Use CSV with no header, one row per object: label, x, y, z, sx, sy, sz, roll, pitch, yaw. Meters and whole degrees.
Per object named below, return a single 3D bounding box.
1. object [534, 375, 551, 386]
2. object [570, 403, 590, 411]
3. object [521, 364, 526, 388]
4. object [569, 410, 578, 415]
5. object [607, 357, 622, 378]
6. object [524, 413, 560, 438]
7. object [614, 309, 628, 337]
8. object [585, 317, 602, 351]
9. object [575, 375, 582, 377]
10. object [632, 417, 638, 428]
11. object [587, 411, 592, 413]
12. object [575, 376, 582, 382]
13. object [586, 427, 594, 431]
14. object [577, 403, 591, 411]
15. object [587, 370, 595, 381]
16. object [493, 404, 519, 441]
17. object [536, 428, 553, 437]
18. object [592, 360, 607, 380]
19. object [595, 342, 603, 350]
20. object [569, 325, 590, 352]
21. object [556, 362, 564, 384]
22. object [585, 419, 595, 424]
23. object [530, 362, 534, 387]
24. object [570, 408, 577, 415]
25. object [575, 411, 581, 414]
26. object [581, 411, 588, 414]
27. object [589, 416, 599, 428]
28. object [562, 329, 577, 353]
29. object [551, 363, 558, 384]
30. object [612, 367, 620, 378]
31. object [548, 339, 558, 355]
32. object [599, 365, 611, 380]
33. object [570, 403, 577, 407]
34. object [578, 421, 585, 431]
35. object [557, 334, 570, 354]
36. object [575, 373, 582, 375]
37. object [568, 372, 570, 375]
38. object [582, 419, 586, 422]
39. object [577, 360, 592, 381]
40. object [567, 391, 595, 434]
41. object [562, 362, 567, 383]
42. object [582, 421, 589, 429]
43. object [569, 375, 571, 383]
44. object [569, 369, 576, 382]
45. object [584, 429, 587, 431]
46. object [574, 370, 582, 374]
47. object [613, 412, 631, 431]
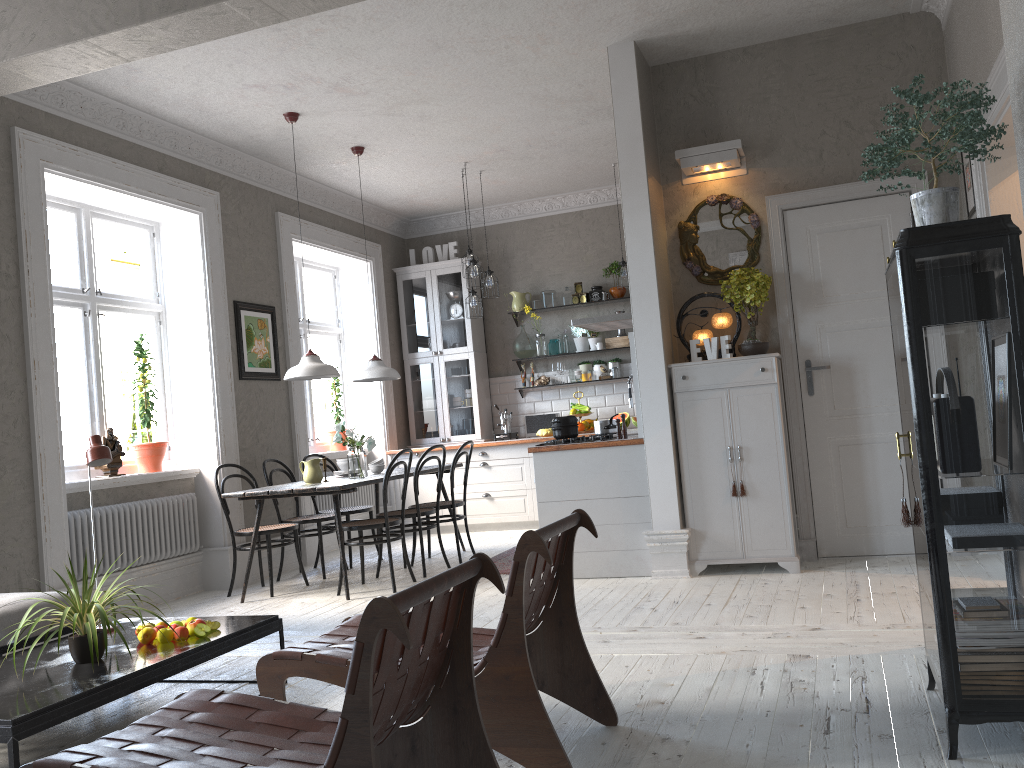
object,0.308,-0.034,9.117,0.177,0.111,0.096,-5,-2,-4
object,0.677,0.226,8.786,0.207,0.101,0.068,-6,-3,25
object,0.121,-0.088,9.222,0.053,0.264,0.061,-5,-2,-10
object,0.620,0.293,8.837,0.095,0.078,0.101,-5,-2,6
object,1.050,-0.159,8.956,0.157,0.213,0.155,-6,-2,17
object,0.311,0.422,8.971,0.347,0.226,0.089,-6,-2,18
object,1.092,-0.612,8.895,0.130,0.287,0.131,-5,-2,4
object,0.827,-0.523,8.956,0.187,0.380,0.167,-4,-2,-20
object,0.672,-0.065,8.928,0.076,0.051,0.078,-6,-3,12
object,1.250,0.363,8.387,0.224,0.127,0.149,-5,-2,1
object,0.765,0.283,8.794,0.051,0.050,0.050,-6,-3,28
object,0.674,-0.048,8.927,0.076,0.051,0.078,-6,-3,12
object,0.767,0.445,8.720,0.069,0.051,0.088,-4,-3,-23
object,0.728,0.234,8.841,0.177,0.096,0.090,-7,-3,39
object,0.798,-0.087,8.945,0.077,0.108,0.078,-6,-2,13
object,-0.089,0.387,9.012,0.203,0.370,0.358,-6,-3,20
object,0.337,0.481,8.746,0.194,0.083,0.192,-6,-3,20
object,0.893,-0.144,8.999,0.150,0.214,0.170,-3,-3,-41
object,0.880,-0.377,8.869,0.064,0.071,0.104,-3,-3,-41
object,0.722,-0.497,9.046,0.240,0.354,0.239,-7,-3,37
object,0.495,-0.111,8.998,0.081,0.217,0.082,-5,-2,5
object,0.785,0.373,8.801,0.126,0.056,0.060,-6,-2,11
object,0.214,-0.099,9.175,0.063,0.264,0.052,-3,-3,-35
object,0.607,0.275,8.762,0.058,0.069,0.080,-7,-3,39
object,0.652,0.293,8.762,0.063,0.061,0.067,-6,-3,19
object,0.717,0.290,8.778,0.076,0.062,0.100,-5,-2,-8
object,0.809,0.377,8.785,0.060,0.120,0.128,-7,-3,43
object,0.595,-0.434,9.153,0.129,0.264,0.133,-6,-3,25
object,0.445,-0.101,9.115,0.081,0.217,0.082,-5,-2,5
object,1.031,-0.113,8.840,0.077,0.108,0.078,-6,-2,13
object,0.440,-0.375,9.138,0.124,0.172,0.128,-6,-3,23
object,0.934,-0.118,8.892,0.119,0.147,0.100,-5,-2,-13
object,0.614,0.212,8.811,0.073,0.058,0.051,-5,-2,-4
object,0.657,0.419,8.685,0.114,0.110,0.110,-5,-2,-13
object,0.523,-0.405,9.016,0.122,0.206,0.127,-7,-3,42
object,0.671,-0.082,8.929,0.075,0.051,0.079,-7,-3,38
object,0.619,-0.086,9.072,0.076,0.083,0.079,-7,-3,37
object,0.729,0.399,8.864,0.084,0.093,0.088,-6,-2,15
object,0.744,-0.133,9.039,0.157,0.217,0.156,-5,-2,-1
object,0.677,0.284,8.813,0.351,0.425,0.353,-5,-2,4
object,0.524,-0.110,9.084,0.081,0.217,0.082,-5,-2,5
object,0.720,0.405,8.745,0.089,0.078,0.087,-3,-3,-44
object,0.622,-0.053,9.071,0.076,0.083,0.079,-7,-3,37
object,0.621,-0.084,8.991,0.079,0.139,0.078,-5,-2,-8
object,0.704,0.459,8.747,0.070,0.065,0.070,-7,-3,40
object,0.668,-0.107,8.930,0.077,0.051,0.077,-5,-2,5
object,1.024,0.365,8.515,0.231,0.174,0.222,-7,-3,41
